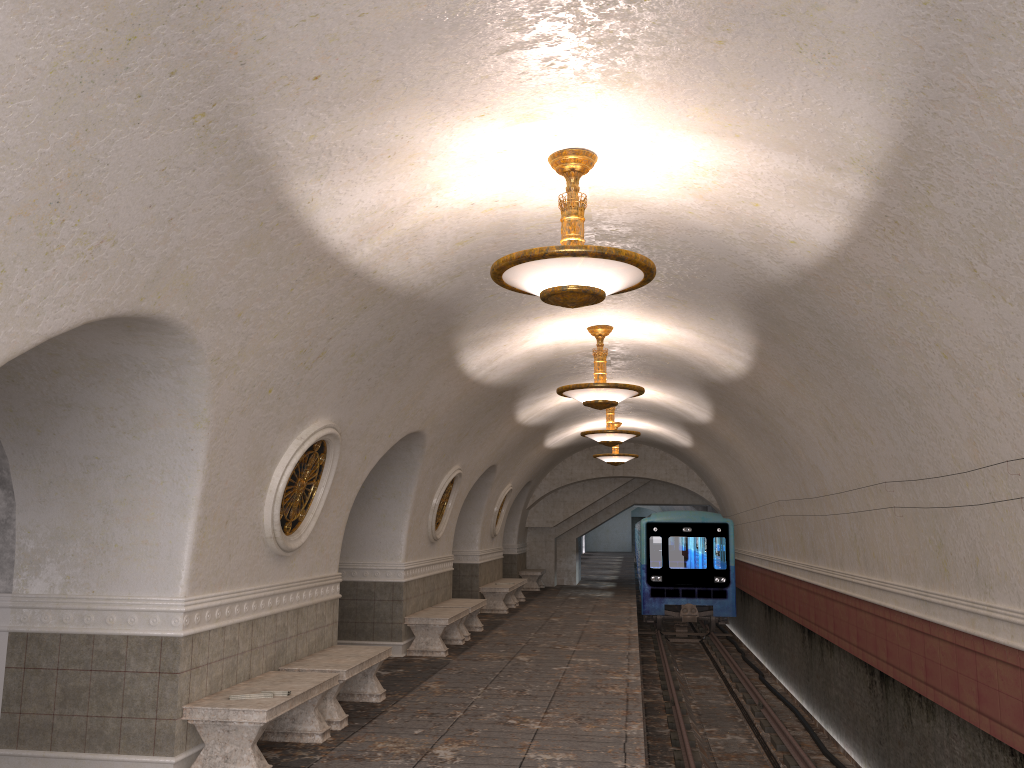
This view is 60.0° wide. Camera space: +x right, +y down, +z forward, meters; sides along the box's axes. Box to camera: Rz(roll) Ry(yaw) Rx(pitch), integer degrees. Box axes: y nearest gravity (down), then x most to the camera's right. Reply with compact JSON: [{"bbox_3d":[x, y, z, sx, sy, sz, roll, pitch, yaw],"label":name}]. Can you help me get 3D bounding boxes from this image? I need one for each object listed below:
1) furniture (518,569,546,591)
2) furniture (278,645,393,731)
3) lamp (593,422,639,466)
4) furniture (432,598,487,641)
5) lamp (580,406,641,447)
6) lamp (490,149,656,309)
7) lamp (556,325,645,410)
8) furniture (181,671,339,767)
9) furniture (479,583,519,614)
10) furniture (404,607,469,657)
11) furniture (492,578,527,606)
[{"bbox_3d":[0.573,5.427,24.592,0.613,0.508,1.509,-1,-9,8],"label":"furniture"},{"bbox_3d":[-1.628,2.823,8.341,0.613,0.508,1.509,-1,-9,8],"label":"furniture"},{"bbox_3d":[2.294,1.342,19.634,1.008,0.955,1.008,7,-11,-36],"label":"lamp"},{"bbox_3d":[-0.830,3.767,14.234,0.613,0.508,1.509,-1,-9,8],"label":"furniture"},{"bbox_3d":[1.653,0.584,14.907,1.008,0.955,1.008,-3,-10,23],"label":"lamp"},{"bbox_3d":[0.373,-0.930,5.455,1.008,0.955,1.008,2,-9,-8],"label":"lamp"},{"bbox_3d":[1.013,-0.173,10.181,1.008,0.955,1.008,-3,-10,23],"label":"lamp"},{"bbox_3d":[-1.851,2.559,6.695,0.613,0.508,1.509,-1,-9,8],"label":"furniture"},{"bbox_3d":[-0.262,4.439,18.423,0.613,0.508,1.509,-1,-9,8],"label":"furniture"},{"bbox_3d":[-1.052,3.503,12.588,0.613,0.508,1.509,-1,-9,8],"label":"furniture"},{"bbox_3d":[-0.039,4.702,20.069,0.613,0.508,1.509,-1,-9,8],"label":"furniture"}]
